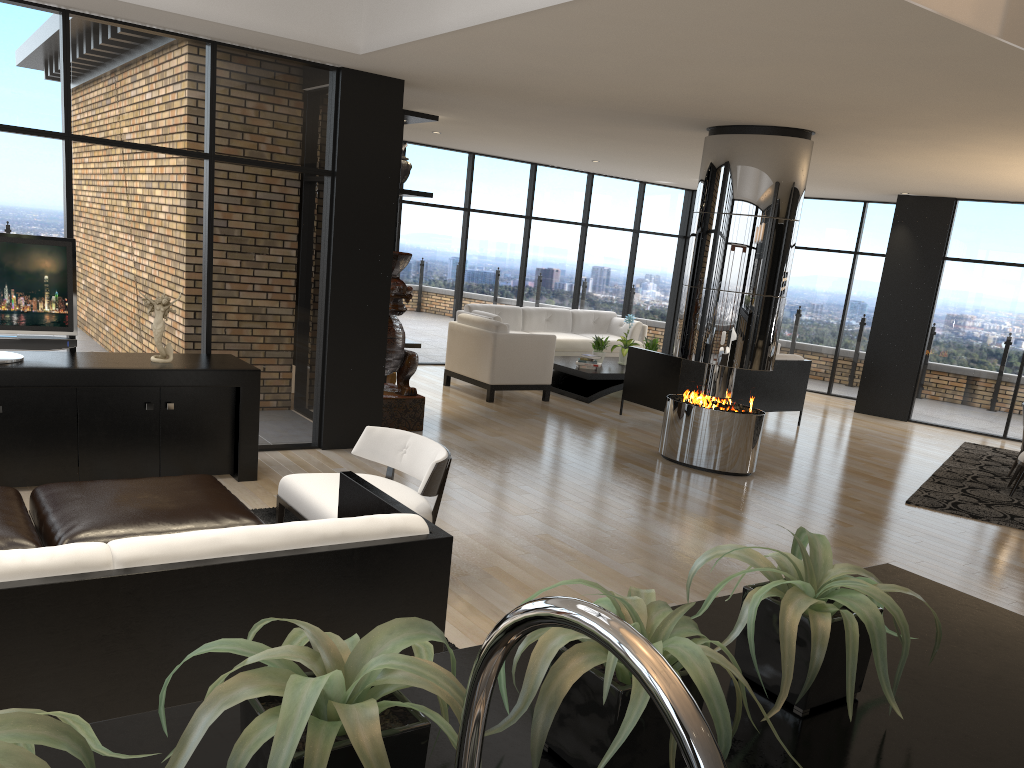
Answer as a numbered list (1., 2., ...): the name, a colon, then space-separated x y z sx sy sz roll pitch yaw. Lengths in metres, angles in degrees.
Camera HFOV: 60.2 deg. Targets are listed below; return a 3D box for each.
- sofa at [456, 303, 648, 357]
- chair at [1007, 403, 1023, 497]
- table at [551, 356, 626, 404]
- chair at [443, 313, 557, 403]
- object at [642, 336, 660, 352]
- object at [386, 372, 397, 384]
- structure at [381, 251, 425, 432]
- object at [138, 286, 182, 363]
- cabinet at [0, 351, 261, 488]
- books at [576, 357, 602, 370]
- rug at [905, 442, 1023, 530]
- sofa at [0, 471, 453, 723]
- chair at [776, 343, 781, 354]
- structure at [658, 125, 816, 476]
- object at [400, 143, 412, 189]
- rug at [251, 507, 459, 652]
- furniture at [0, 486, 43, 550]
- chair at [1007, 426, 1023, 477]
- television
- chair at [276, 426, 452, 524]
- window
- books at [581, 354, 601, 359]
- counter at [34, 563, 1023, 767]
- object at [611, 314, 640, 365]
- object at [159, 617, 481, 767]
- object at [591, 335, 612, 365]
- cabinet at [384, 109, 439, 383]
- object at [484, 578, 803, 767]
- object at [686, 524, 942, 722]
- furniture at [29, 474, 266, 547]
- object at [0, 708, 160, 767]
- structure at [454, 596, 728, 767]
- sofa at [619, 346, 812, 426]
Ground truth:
1. sofa: 0.576 -0.588 12.140 2.690 0.873 0.839 -1 13 -34
2. chair: 4.631 0.609 7.576 0.611 0.823 0.634 12 14 25
3. table: 1.333 -0.069 11.047 2.028 0.358 1.242 0 11 -35
4. chair: -0.134 -0.315 9.987 0.853 0.873 0.983 -2 14 -34
5. object: 1.770 -0.426 11.247 0.281 0.377 0.213 14 15 32
6. object: -1.276 -0.124 8.938 0.223 0.504 0.217 4 13 -8
7. structure: -1.115 -0.434 7.730 0.516 1.627 0.718 -4 16 -34
8. object: -2.180 -0.364 5.489 0.256 0.469 0.103 -3 16 -33
9. cabinet: -3.066 0.220 5.119 3.034 0.756 0.610 0 14 -34
10. books: 0.901 -0.247 10.338 0.307 0.129 0.219 7 10 3
11. rug: 5.292 1.042 7.880 2.690 0.011 3.687 12 11 32
12. sofa: -1.296 0.764 2.723 2.028 0.820 0.823 -1 13 -34
13. chair: 2.965 -0.326 12.095 0.853 0.873 0.983 -2 14 -34
14. structure: 1.821 -0.654 7.336 0.879 2.799 0.582 18 18 41
15. object: -1.074 -2.133 8.433 0.244 0.556 0.240 8 13 9
16. rug: -1.920 0.980 3.519 3.028 0.012 2.438 0 11 -34
17. furniture: -2.298 0.716 3.389 0.826 0.493 0.813 -1 13 -35
18. chair: 5.082 0.539 8.302 0.607 0.823 0.639 17 16 41
19. television: -2.981 -0.496 4.958 0.934 0.726 0.400 3 13 -16
20. chair: -0.704 0.620 4.419 0.683 0.689 0.791 -2 14 -34
21. window: 0.437 -1.634 5.885 9.991 4.884 15.796 15 13 41
22. books: 0.925 -0.319 10.314 0.154 0.027 0.182 -3 13 -44
23. counter: -0.089 0.544 0.701 3.109 0.032 1.159 0 11 -34
24. object: 1.448 -0.552 10.963 0.356 0.644 0.362 2 13 -16
25. object: -0.228 0.364 0.924 0.407 0.221 0.389 4 11 -10
26. object: 1.066 -0.426 10.782 0.283 0.377 0.211 10 13 18
27. cabinet: -2.010 -1.362 9.188 1.183 2.797 2.614 -3 15 -33
28. object: 0.144 0.356 1.146 0.398 0.244 0.398 4 11 -10
29. object: 0.497 0.359 1.357 0.407 0.244 0.389 4 11 -10
30. furniture: -1.596 0.713 3.868 0.826 0.493 0.813 -1 13 -35
31. object: -0.537 0.354 0.708 0.407 0.244 0.389 4 11 -10
32. structure: 0.068 0.670 0.487 2.771 1.040 0.644 -1 14 -35
33. sofa: 2.258 0.007 9.738 2.028 0.820 0.823 -1 13 -34
